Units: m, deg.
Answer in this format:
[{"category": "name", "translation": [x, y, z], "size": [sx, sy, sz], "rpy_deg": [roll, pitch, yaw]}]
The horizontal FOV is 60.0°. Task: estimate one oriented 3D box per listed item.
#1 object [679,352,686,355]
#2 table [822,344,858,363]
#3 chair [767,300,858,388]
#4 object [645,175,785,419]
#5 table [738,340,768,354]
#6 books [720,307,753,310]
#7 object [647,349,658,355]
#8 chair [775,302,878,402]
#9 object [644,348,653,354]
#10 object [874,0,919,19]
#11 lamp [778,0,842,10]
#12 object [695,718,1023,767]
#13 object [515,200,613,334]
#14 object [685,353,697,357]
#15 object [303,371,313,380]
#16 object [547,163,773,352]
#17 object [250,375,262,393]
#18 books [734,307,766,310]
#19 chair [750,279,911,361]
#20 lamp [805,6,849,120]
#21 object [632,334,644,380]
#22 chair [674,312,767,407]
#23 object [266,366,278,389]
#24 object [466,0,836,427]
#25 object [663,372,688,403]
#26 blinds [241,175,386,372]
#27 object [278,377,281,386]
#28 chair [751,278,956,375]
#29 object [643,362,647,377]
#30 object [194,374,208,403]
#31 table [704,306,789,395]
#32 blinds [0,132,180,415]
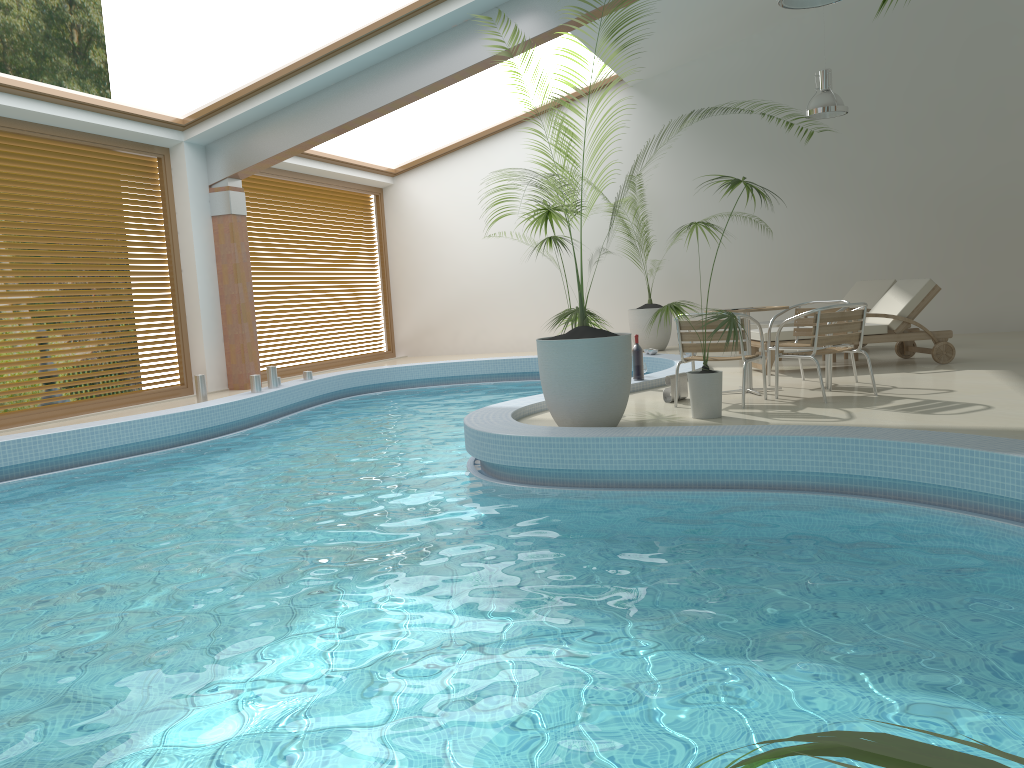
[{"category": "object", "translation": [2.281, -0.384, 11.756], "size": [0.140, 0.069, 0.140], "rpy_deg": [-5, 6, -10]}, {"category": "table", "translation": [3.667, -0.388, 9.920], "size": [0.283, 0.255, 0.320], "rpy_deg": [-4, 6, -1]}, {"category": "chair", "translation": [2.650, -0.363, 7.865], "size": [0.563, 0.727, 0.618], "rpy_deg": [-8, 7, -37]}, {"category": "object", "translation": [1.435, -0.610, 6.295], "size": [0.791, 1.695, 1.059], "rpy_deg": [-7, 7, -33]}, {"category": "table", "translation": [3.198, -0.532, 11.698], "size": [0.283, 0.255, 0.320], "rpy_deg": [-5, 6, -17]}, {"category": "books", "translation": [1.893, -0.637, 7.508], "size": [0.241, 0.004, 0.166], "rpy_deg": [-7, 6, -28]}, {"category": "object", "translation": [1.832, -0.413, 11.532], "size": [0.140, 0.069, 0.140], "rpy_deg": [-5, 6, -10]}, {"category": "chair", "translation": [2.463, -0.267, 7.016], "size": [0.618, 0.727, 0.563], "rpy_deg": [-7, 6, -27]}, {"category": "object", "translation": [1.810, -0.429, 11.713], "size": [0.140, 0.069, 0.140], "rpy_deg": [-5, 6, -10]}, {"category": "object", "translation": [2.845, -0.955, 2.338], "size": [2.729, 2.960, 2.979], "rpy_deg": [-5, 6, -14]}, {"category": "lamp", "translation": [2.085, -3.711, 6.198], "size": [0.506, 1.958, 0.505], "rpy_deg": [-2, 6, 21]}, {"category": "object", "translation": [0.232, 0.266, 0.144], "size": [1.067, 1.310, 0.822], "rpy_deg": [-7, 6, -30]}, {"category": "object", "translation": [0.415, -0.622, 7.095], "size": [0.791, 1.695, 1.059], "rpy_deg": [-3, 6, 8]}, {"category": "object", "translation": [2.159, -0.350, 10.676], "size": [0.140, 0.069, 0.140], "rpy_deg": [-5, 6, -10]}, {"category": "object", "translation": [-2.567, -0.107, 11.150], "size": [0.115, 0.107, 0.115], "rpy_deg": [-6, 6, -20]}, {"category": "object", "translation": [2.151, -1.974, 13.169], "size": [2.979, 2.960, 2.729], "rpy_deg": [-5, 6, -15]}, {"category": "object", "translation": [-2.837, -0.003, 9.817], "size": [0.115, 0.194, 0.115], "rpy_deg": [-7, 6, -29]}, {"category": "books", "translation": [1.992, -0.636, 7.471], "size": [0.241, 0.004, 0.166], "rpy_deg": [-7, 6, -28]}, {"category": "chair", "translation": [3.887, -0.812, 10.957], "size": [1.903, 0.866, 0.861], "rpy_deg": [-5, 6, -17]}, {"category": "lamp", "translation": [3.808, -4.278, 10.815], "size": [0.506, 1.958, 0.505], "rpy_deg": [-2, 6, 21]}, {"category": "object", "translation": [1.199, -0.256, 8.464], "size": [0.109, 0.435, 0.109], "rpy_deg": [-8, 7, -34]}, {"category": "chair", "translation": [1.641, -0.216, 7.041], "size": [0.618, 0.727, 0.563], "rpy_deg": [0, 7, 33]}, {"category": "object", "translation": [-2.767, -0.078, 10.239], "size": [0.115, 0.254, 0.115], "rpy_deg": [-7, 6, -29]}, {"category": "object", "translation": [0.481, -1.185, 6.258], "size": [2.979, 2.960, 2.729], "rpy_deg": [1, 7, 38]}, {"category": "object", "translation": [1.362, 0.027, 7.398], "size": [0.081, 0.223, 0.272], "rpy_deg": [1, 7, 40]}, {"category": "blinds", "translation": [-3.188, -1.696, 13.952], "size": [0.095, 2.921, 4.414], "rpy_deg": [-2, 6, 21]}, {"category": "object", "translation": [-2.791, -0.027, 10.483], "size": [0.115, 0.107, 0.115], "rpy_deg": [-6, 6, -20]}, {"category": "chair", "translation": [3.460, -0.614, 9.233], "size": [1.903, 0.866, 0.861], "rpy_deg": [-4, 6, -1]}, {"category": "object", "translation": [1.290, -0.143, 8.797], "size": [0.102, 0.137, 0.102], "rpy_deg": [-1, 6, 29]}, {"category": "object", "translation": [-3.416, 0.059, 9.749], "size": [0.115, 0.320, 0.115], "rpy_deg": [-6, 6, -20]}, {"category": "table", "translation": [2.020, -0.285, 7.598], "size": [0.700, 0.720, 0.700], "rpy_deg": [1, 7, 40]}, {"category": "blinds", "translation": [-4.990, -1.104, 9.123], "size": [0.095, 2.921, 4.200], "rpy_deg": [-2, 6, 21]}]
